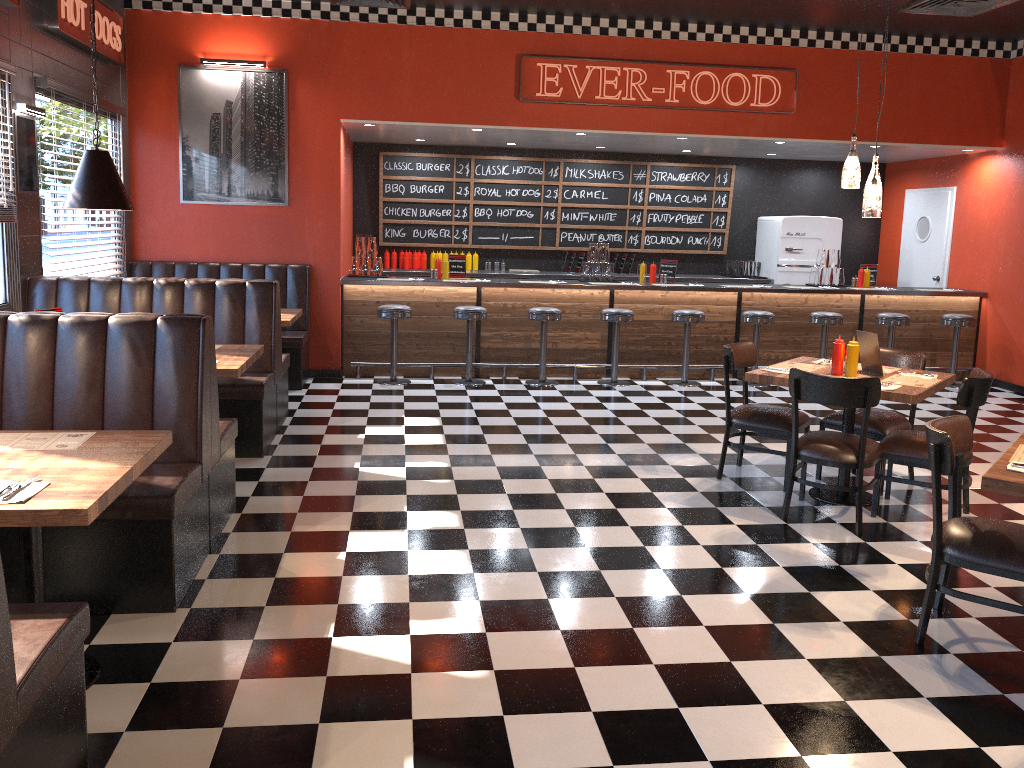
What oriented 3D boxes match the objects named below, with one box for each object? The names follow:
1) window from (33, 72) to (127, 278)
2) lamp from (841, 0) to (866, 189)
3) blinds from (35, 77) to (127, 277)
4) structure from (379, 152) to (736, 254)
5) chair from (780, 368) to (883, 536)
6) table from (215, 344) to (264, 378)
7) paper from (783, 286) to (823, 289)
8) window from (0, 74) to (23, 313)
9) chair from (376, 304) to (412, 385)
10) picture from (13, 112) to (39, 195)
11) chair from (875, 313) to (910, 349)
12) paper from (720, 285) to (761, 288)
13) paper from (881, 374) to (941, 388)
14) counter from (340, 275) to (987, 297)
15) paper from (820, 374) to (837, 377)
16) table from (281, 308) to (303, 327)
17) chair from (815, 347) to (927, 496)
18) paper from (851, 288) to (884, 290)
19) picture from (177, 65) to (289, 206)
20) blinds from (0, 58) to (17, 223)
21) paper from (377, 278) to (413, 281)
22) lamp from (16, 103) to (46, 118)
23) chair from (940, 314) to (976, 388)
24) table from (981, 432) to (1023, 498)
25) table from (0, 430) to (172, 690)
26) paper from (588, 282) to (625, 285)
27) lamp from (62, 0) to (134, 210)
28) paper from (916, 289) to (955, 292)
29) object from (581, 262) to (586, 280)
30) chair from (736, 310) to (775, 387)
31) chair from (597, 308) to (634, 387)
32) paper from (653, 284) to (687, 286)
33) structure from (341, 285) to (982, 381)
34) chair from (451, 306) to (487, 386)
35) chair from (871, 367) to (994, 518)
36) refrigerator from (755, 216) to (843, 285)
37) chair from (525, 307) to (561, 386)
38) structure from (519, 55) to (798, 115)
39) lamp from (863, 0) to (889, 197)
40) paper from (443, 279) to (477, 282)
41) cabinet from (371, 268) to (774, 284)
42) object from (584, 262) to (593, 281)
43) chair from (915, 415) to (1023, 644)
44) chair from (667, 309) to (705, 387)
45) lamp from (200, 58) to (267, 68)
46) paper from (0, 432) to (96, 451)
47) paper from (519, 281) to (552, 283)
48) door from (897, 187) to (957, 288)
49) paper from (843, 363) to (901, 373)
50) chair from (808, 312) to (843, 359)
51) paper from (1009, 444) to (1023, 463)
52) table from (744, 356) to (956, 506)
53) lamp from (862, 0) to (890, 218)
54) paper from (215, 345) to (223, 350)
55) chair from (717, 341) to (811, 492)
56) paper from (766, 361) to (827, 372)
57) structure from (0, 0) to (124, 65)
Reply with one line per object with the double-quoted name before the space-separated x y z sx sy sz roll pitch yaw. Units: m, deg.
"window" -3.588 -1.542 7.348 0.127 1.703 2.041 1 9 -7
"lamp" 2.063 -2.142 5.199 0.108 1.953 0.109 -1 8 -16
"blinds" -3.512 -1.562 7.357 0.099 1.624 1.881 1 9 -7
"structure" 0.603 -2.283 11.301 4.542 1.140 0.201 0 8 -7
"chair" 1.818 0.338 4.997 0.487 0.862 0.547 7 10 31
"table" -2.423 0.206 5.308 1.691 0.769 0.963 0 9 -7
"paper" 3.194 -1.062 9.744 0.365 0.001 0.263 1 10 -6
"window" -3.290 -1.104 5.001 0.127 1.703 2.041 1 9 -7
"chair" -1.172 -0.399 8.811 0.349 0.770 0.349 8 10 37
"picture" -3.367 -1.590 6.148 0.012 0.533 0.353 1 9 -7
"chair" 4.047 -0.371 9.484 0.348 0.770 0.350 1 8 -2
"paper" 2.471 -1.059 9.615 0.365 0.001 0.263 0 11 -11
"paper" 2.315 -0.018 5.144 0.262 0.001 0.367 10 13 37
"counter" 1.724 -1.067 9.685 7.039 0.050 0.680 0 10 -7
"paper" 1.850 -0.025 5.106 0.366 0.001 0.262 9 13 36
"table" -2.720 -0.229 7.640 1.691 0.769 0.963 0 9 -7
"chair" 2.359 0.210 5.784 0.545 0.862 0.488 -6 11 -40
"paper" 3.937 -1.056 9.832 0.365 0.001 0.263 0 10 -7
"picture" -2.692 -2.392 8.577 1.023 1.293 0.016 1 8 -7
"blinds" -3.205 -1.417 4.968 0.099 1.032 1.882 1 10 -7
"paper" -1.206 -1.077 9.129 0.365 0.001 0.263 1 10 -6
"lamp" -3.325 -1.888 6.113 0.081 0.056 0.336 0 10 -7
"chair" 4.793 -0.367 9.580 0.349 0.770 0.349 8 10 37
"table" 2.332 0.713 3.288 0.963 0.769 0.960 9 12 37
"table" -2.123 0.646 2.949 1.691 0.769 0.963 0 9 -7
"paper" 1.011 -1.069 9.438 0.365 0.001 0.263 1 10 -6
"lamp" -2.363 -2.017 4.989 0.383 2.032 0.383 9 11 41
"paper" 4.733 -1.052 9.935 0.365 0.001 0.263 2 10 3
"object" 0.811 -1.244 9.780 0.106 0.207 0.106 8 11 37
"chair" 2.556 -0.379 9.292 0.349 0.770 0.349 8 10 37
"chair" 1.065 -0.387 9.099 0.349 0.770 0.350 7 10 32
"paper" 1.695 -1.064 9.520 0.365 0.001 0.263 1 10 -6
"structure" 1.747 -0.475 9.456 7.039 1.033 0.217 0 8 -7
"chair" -0.427 -0.395 8.907 0.349 0.770 0.349 9 11 42
"chair" 2.417 0.339 5.088 0.546 0.862 0.488 7 10 32
"refrigerator" 3.682 -1.270 11.499 0.802 1.792 0.855 1 8 -7
"chair" 0.319 -0.391 9.003 0.349 0.770 0.349 9 11 42
"structure" 1.501 -3.018 8.972 2.874 0.436 0.122 0 8 -7
"lamp" 2.183 -2.021 5.174 0.108 1.953 0.109 -1 8 -20
"paper" -0.537 -1.076 9.229 0.365 0.001 0.263 1 10 -6
"cabinet" 0.634 -0.908 11.261 5.284 0.993 0.680 0 9 -7
"object" 0.838 -1.223 9.673 0.106 0.207 0.106 8 11 37
"chair" 1.913 0.607 3.544 0.546 0.862 0.488 8 10 34
"chair" 1.810 -0.383 9.195 0.349 0.770 0.349 8 10 37
"lamp" -2.652 -3.061 8.455 0.610 0.056 0.082 0 10 -7
"paper" -1.756 0.210 3.251 0.365 0.001 0.263 0 11 -10
"paper" 0.261 -1.076 9.355 0.365 0.001 0.263 1 10 -6
"door" 5.076 -1.331 11.019 0.161 2.166 1.033 1 8 -7
"paper" 2.242 -0.106 5.611 0.366 0.001 0.262 10 13 39
"chair" 3.301 -0.375 9.388 0.348 0.770 0.350 1 8 -7
"paper" 2.095 0.289 3.431 0.262 0.001 0.367 9 13 35
"table" 2.047 0.317 5.410 0.959 0.769 0.963 9 12 37
"lamp" 2.137 -1.943 5.068 0.109 1.953 0.109 8 10 39
"paper" -2.050 -0.231 5.620 0.365 0.001 0.263 1 10 -5
"chair" 1.632 0.188 5.792 0.546 0.862 0.488 7 10 32
"paper" 1.783 -0.107 5.545 0.262 0.001 0.367 10 13 37
"structure" -2.822 -2.040 2.397 0.120 0.435 11.340 1 10 -7
